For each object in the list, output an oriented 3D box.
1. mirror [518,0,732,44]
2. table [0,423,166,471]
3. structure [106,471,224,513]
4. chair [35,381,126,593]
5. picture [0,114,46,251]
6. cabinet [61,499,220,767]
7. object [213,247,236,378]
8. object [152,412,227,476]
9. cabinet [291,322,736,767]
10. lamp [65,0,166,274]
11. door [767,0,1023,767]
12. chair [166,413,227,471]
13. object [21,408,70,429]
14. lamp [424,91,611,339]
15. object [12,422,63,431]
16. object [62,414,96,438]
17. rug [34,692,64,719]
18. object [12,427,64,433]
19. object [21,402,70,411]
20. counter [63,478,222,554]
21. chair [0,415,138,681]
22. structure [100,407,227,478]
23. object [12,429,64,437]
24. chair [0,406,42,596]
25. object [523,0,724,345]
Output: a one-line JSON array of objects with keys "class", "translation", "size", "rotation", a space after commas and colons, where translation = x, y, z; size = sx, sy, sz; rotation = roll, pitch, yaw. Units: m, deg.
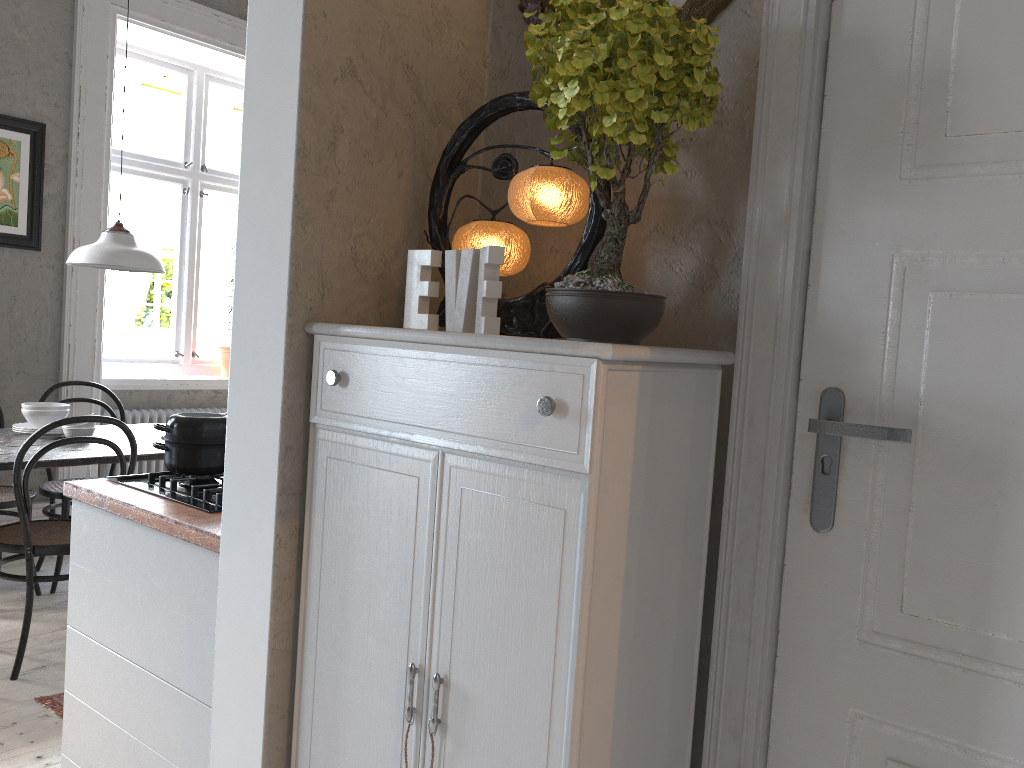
[{"class": "mirror", "translation": [0.206, -0.867, 1.632], "size": [0.521, 0.593, 0.072], "rotation": [7, 4, 39]}, {"class": "table", "translation": [-2.001, 0.597, 3.540], "size": [0.886, 0.735, 1.960], "rotation": [7, 4, 40]}, {"class": "structure", "translation": [-0.654, 0.249, 2.343], "size": [0.486, 0.031, 0.618], "rotation": [7, 4, 40]}, {"class": "chair", "translation": [-2.013, 0.465, 4.222], "size": [0.447, 0.920, 0.538], "rotation": [2, 4, -38]}, {"class": "picture", "translation": [-2.461, -0.959, 4.126], "size": [0.019, 0.619, 0.532], "rotation": [6, 4, 40]}, {"class": "cabinet", "translation": [-0.202, 0.640, 3.880], "size": [1.994, 0.854, 4.182], "rotation": [4, 3, -4]}, {"class": "object", "translation": [-1.712, -0.447, 5.522], "size": [0.264, 0.813, 0.256], "rotation": [3, 3, -23]}, {"class": "object", "translation": [-0.798, 0.153, 2.274], "size": [0.188, 0.147, 0.195], "rotation": [5, 3, 19]}, {"class": "cabinet", "translation": [-0.048, 0.565, 1.538], "size": [0.652, 1.297, 0.392], "rotation": [6, 4, 39]}, {"class": "lamp", "translation": [-1.602, -1.406, 3.681], "size": [0.387, 1.858, 0.371], "rotation": [1, 4, -43]}, {"class": "door", "translation": [0.734, 0.173, 1.200], "size": [0.735, 2.182, 0.081], "rotation": [6, 4, 39]}, {"class": "chair", "translation": [-1.337, 0.546, 3.614], "size": [0.538, 0.920, 0.447], "rotation": [6, 4, 37]}, {"class": "object", "translation": [-1.979, 0.152, 3.756], "size": [0.176, 0.094, 0.183], "rotation": [6, 4, 30]}, {"class": "lamp", "translation": [-0.003, -0.251, 1.630], "size": [0.175, 0.558, 0.440], "rotation": [1, 4, -43]}, {"class": "object", "translation": [-1.981, 0.188, 3.758], "size": [0.242, 0.027, 0.233], "rotation": [2, 4, -28]}, {"class": "object", "translation": [-1.788, 0.179, 3.655], "size": [0.130, 0.119, 0.122], "rotation": [2, 4, -35]}, {"class": "rug", "translation": [-0.869, 1.057, 3.160], "size": [0.721, 0.014, 1.316], "rotation": [7, 4, 40]}, {"class": "object", "translation": [-1.982, 0.197, 3.758], "size": [0.236, 0.027, 0.238], "rotation": [4, 3, 7]}, {"class": "object", "translation": [-1.978, 0.132, 3.755], "size": [0.176, 0.094, 0.183], "rotation": [6, 4, 30]}, {"class": "counter", "translation": [-0.611, 0.191, 4.023], "size": [3.096, 0.039, 3.462], "rotation": [7, 4, 39]}, {"class": "chair", "translation": [-1.668, 0.544, 3.246], "size": [0.447, 0.920, 0.537], "rotation": [1, 4, -43]}, {"class": "structure", "translation": [-1.845, 0.355, 5.303], "size": [0.146, 0.428, 1.248], "rotation": [6, 4, 38]}, {"class": "object", "translation": [-1.982, 0.206, 3.759], "size": [0.242, 0.027, 0.233], "rotation": [2, 4, -33]}, {"class": "chair", "translation": [-2.345, 0.462, 3.852], "size": [0.538, 0.920, 0.447], "rotation": [6, 4, 37]}, {"class": "object", "translation": [0.164, -0.341, 1.389], "size": [0.344, 0.553, 0.294], "rotation": [3, 3, -16]}]
